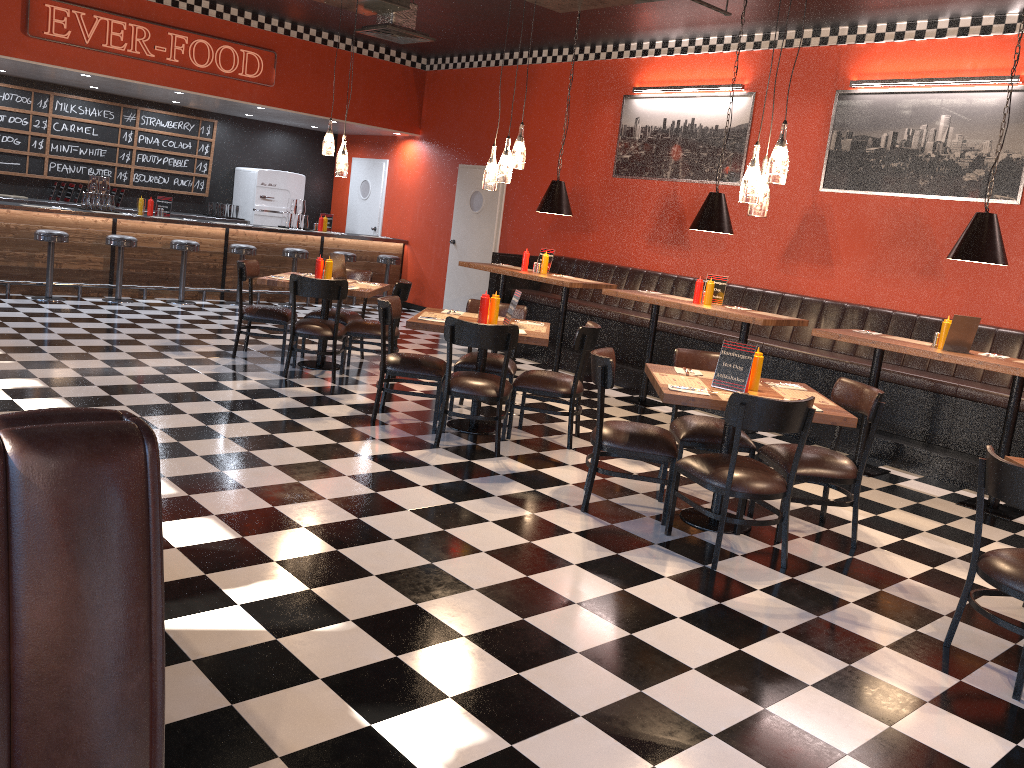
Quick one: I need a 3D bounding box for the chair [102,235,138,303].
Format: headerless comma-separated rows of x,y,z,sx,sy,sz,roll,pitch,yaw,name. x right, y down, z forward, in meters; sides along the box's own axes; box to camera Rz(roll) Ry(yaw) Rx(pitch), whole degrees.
-4.608,-1.360,10.415,0.348,0.770,0.351,7,9,-3,chair

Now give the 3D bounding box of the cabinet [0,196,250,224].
-6.193,-1.953,11.914,5.287,0.992,0.679,-3,13,-42,cabinet

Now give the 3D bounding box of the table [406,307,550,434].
-0.253,-0.068,6.430,0.960,0.769,0.963,7,10,2,table

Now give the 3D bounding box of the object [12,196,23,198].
-6.608,-2.477,11.662,0.365,0.001,0.263,-2,14,-39,object

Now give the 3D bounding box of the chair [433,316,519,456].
-0.233,-0.015,5.909,0.486,0.862,0.548,7,9,2,chair

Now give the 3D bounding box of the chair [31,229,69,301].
-5.163,-1.333,9.908,0.349,0.770,0.350,8,9,7,chair

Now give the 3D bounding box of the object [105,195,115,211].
-4.923,-2.213,10.859,0.105,0.207,0.106,7,9,2,object

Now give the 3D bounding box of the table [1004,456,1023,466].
2.575,0.841,3.466,0.960,0.769,0.963,7,10,2,table

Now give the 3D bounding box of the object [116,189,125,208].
-5.570,-2.644,12.595,0.072,0.255,0.189,1,11,-38,object

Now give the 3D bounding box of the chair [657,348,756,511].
1.203,0.254,5.426,0.486,0.862,0.548,7,9,-3,chair

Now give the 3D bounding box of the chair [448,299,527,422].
-0.182,-0.195,6.898,0.486,0.862,0.548,8,9,5,chair

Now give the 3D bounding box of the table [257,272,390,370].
-1.698,-0.541,7.988,0.956,0.769,0.966,7,10,2,table

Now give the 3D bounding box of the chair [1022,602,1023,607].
2.633,0.711,3.942,0.488,0.862,0.546,11,10,21,chair

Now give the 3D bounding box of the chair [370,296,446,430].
-0.740,-0.169,6.395,0.544,0.862,0.489,7,9,-1,chair

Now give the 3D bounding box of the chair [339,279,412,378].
-1.210,-0.518,7.938,0.544,0.862,0.490,7,9,-3,chair

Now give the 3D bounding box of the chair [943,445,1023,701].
2.092,0.730,3.489,0.544,0.862,0.490,5,9,-11,chair

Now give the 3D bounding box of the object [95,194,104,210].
-5.019,-2.211,10.782,0.105,0.207,0.106,7,9,2,object

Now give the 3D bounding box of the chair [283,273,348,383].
-1.648,-0.494,7.519,0.486,0.862,0.548,7,9,-4,chair

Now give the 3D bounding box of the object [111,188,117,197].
-5.651,-2.640,12.520,0.074,0.256,0.190,0,11,-40,object

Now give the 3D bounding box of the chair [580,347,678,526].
0.657,0.270,4.984,0.545,0.862,0.489,8,9,6,chair

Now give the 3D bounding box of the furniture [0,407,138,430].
-1.546,0.561,1.222,1.710,1.147,0.710,-2,13,-42,furniture

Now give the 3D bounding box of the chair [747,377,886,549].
1.709,0.409,4.940,0.544,0.862,0.490,6,9,-6,chair

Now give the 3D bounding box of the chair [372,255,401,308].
-1.832,-1.494,12.950,0.348,0.770,0.350,7,9,2,chair

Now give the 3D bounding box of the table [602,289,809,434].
1.585,-0.212,7.792,0.696,0.993,1.703,-1,13,-42,table

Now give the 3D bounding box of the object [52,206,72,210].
-5.248,-2.051,10.311,0.256,0.019,0.157,17,14,42,object

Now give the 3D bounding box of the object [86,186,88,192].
-5.901,-2.628,12.292,0.070,0.257,0.190,0,11,-39,object

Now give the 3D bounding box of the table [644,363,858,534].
1.210,0.399,4.918,0.960,0.769,0.963,7,10,2,table

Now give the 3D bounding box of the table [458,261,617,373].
0.179,-0.676,9.329,0.696,0.993,1.703,-1,13,-42,table

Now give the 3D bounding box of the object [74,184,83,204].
-5.983,-2.624,12.218,0.072,0.255,0.189,1,11,-38,object

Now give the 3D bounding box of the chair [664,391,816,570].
1.150,0.434,4.437,0.486,0.862,0.549,4,9,-20,chair

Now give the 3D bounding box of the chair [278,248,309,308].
-2.943,-1.440,11.936,0.348,0.770,0.350,-1,12,-43,chair

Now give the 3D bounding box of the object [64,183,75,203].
-6.066,-2.620,12.142,0.189,0.255,0.072,15,12,41,object

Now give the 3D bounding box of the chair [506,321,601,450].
0.312,-0.031,6.351,0.545,0.862,0.489,9,9,11,chair

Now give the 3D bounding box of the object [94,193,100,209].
-5.096,-2.234,10.856,0.105,0.207,0.106,7,9,2,object

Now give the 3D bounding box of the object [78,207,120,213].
-5.059,-2.130,10.850,0.437,0.018,0.274,-3,14,-42,object

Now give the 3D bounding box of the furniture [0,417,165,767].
-1.078,0.715,0.710,1.710,1.147,0.710,-2,13,-42,furniture

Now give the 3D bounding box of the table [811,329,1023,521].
2.984,0.250,6.263,0.696,0.993,1.703,-1,13,-42,table

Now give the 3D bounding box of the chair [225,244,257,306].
-3.498,-1.413,11.429,0.348,0.770,0.350,7,9,2,chair

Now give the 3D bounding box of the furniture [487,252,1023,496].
3.013,-0.068,7.561,1.104,1.142,8.813,-1,14,-42,furniture

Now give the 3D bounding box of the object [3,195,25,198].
-6.607,-2.479,11.662,0.365,0.001,0.263,-2,14,-41,object

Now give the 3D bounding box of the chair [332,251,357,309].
-2.388,-1.467,12.443,0.348,0.770,0.351,0,11,-38,chair

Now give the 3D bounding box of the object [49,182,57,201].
-6.219,-2.613,12.007,0.070,0.256,0.190,1,11,-35,object

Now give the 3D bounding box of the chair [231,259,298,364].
-2.254,-0.670,8.056,0.544,0.862,0.490,7,9,-3,chair

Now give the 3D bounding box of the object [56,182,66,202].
-6.147,-2.615,12.065,0.073,0.258,0.193,0,11,-40,object

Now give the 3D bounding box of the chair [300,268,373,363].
-1.655,-0.674,8.469,0.487,0.862,0.547,9,9,14,chair

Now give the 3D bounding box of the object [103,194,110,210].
-5.009,-2.239,10.937,0.105,0.207,0.106,7,9,2,object

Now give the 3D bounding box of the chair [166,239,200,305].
-4.053,-1.386,10.922,0.348,0.770,0.350,7,9,2,chair
